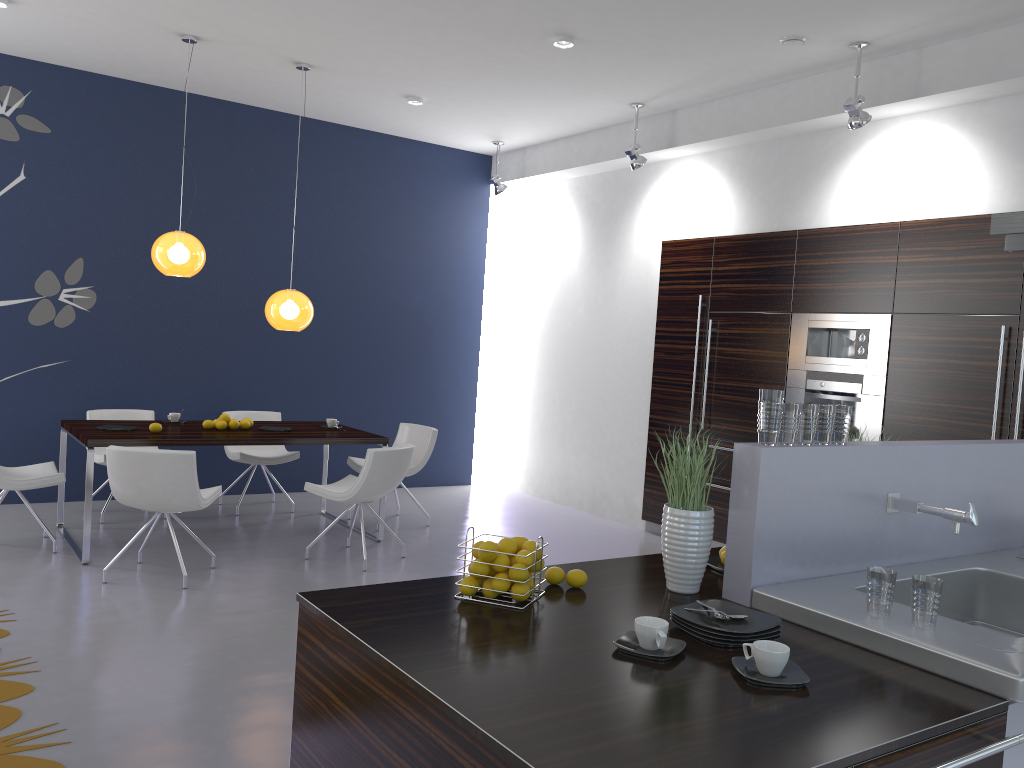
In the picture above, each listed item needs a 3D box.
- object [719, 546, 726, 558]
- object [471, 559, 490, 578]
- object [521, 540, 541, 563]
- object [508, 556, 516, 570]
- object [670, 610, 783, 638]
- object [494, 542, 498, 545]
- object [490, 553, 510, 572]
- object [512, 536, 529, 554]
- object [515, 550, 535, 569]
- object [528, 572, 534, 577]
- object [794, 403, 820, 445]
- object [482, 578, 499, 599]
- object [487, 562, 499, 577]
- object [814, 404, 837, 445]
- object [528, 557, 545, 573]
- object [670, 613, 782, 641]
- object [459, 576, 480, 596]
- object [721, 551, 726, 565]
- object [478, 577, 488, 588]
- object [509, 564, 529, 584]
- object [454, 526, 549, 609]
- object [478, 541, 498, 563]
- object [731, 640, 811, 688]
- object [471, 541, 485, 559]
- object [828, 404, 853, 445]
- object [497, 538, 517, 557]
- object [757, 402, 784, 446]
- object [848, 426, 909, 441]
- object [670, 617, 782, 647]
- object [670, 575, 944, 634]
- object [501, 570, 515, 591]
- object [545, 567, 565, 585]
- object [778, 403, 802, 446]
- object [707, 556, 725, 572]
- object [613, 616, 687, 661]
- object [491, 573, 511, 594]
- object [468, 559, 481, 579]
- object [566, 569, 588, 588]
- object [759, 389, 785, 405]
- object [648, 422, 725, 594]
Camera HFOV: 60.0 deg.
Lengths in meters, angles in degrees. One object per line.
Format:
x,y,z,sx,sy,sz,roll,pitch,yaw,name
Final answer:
0.721,0.565,2.944,0.070,0.058,0.060,2,3,-36,object
-0.085,0.494,2.372,0.053,0.054,0.061,4,3,12,object
0.054,0.457,2.423,0.057,0.060,0.052,6,4,44,object
0.016,0.493,2.413,0.064,0.053,0.051,2,3,-32,object
0.532,0.594,2.213,0.232,0.020,0.232,2,3,-31,object
-0.053,0.467,2.474,0.061,0.052,0.053,3,3,-21,object
-0.032,0.478,2.378,0.055,0.051,0.061,2,3,-40,object
0.022,0.449,2.465,0.063,0.051,0.053,4,3,13,object
0.034,0.470,2.373,0.053,0.051,0.063,4,3,11,object
0.036,0.541,2.461,0.060,0.057,0.052,2,3,-33,object
0.867,0.119,2.620,0.072,0.119,0.071,4,3,5,object
-0.055,0.548,2.383,0.050,0.055,0.061,4,3,11,object
-0.060,0.504,2.429,0.051,0.053,0.062,3,3,-26,object
0.934,0.122,2.666,0.072,0.119,0.071,4,3,5,object
0.058,0.495,2.452,0.063,0.051,0.053,5,3,24,object
0.532,0.604,2.213,0.232,0.020,0.232,3,3,-26,object
-0.114,0.542,2.379,0.053,0.052,0.062,4,3,5,object
0.705,0.567,2.881,0.052,0.054,0.061,5,3,32,object
-0.081,0.540,2.459,0.051,0.053,0.063,3,3,-27,object
0.017,0.499,2.335,0.053,0.055,0.060,4,3,9,object
-0.025,0.488,2.413,0.207,0.174,0.189,5,3,20,object
-0.064,0.446,2.359,0.050,0.060,0.059,2,3,-35,object
0.564,0.605,1.932,0.153,0.069,0.153,4,3,-1,object
-0.084,0.455,2.424,0.051,0.053,0.063,3,3,-22,object
1.000,0.124,2.712,0.071,0.119,0.072,5,3,15,object
-0.014,0.446,2.417,0.051,0.053,0.063,2,3,-33,object
0.734,0.115,2.529,0.072,0.119,0.071,4,3,5,object
1.212,0.375,3.122,0.269,0.502,0.247,2,3,-34,object
0.531,0.614,2.214,0.232,0.020,0.232,3,3,-26,object
0.722,0.532,2.241,0.646,0.147,0.269,3,3,-10,object
-0.017,0.539,2.429,0.057,0.060,0.052,2,3,-29,object
0.124,0.554,2.562,0.063,0.051,0.053,2,3,-31,object
0.801,0.117,2.574,0.072,0.119,0.071,4,3,5,object
0.747,0.596,2.901,0.232,0.020,0.232,3,3,-26,object
0.320,0.584,2.053,0.153,0.069,0.153,5,3,29,object
-0.028,0.527,2.347,0.052,0.053,0.062,4,3,2,object
-0.091,0.505,2.431,0.051,0.055,0.061,6,3,35,object
0.185,0.559,2.545,0.063,0.051,0.053,5,3,24,object
0.737,0.076,2.527,0.072,0.119,0.071,4,3,5,object
0.494,0.350,2.598,0.247,0.502,0.269,4,3,8,object
